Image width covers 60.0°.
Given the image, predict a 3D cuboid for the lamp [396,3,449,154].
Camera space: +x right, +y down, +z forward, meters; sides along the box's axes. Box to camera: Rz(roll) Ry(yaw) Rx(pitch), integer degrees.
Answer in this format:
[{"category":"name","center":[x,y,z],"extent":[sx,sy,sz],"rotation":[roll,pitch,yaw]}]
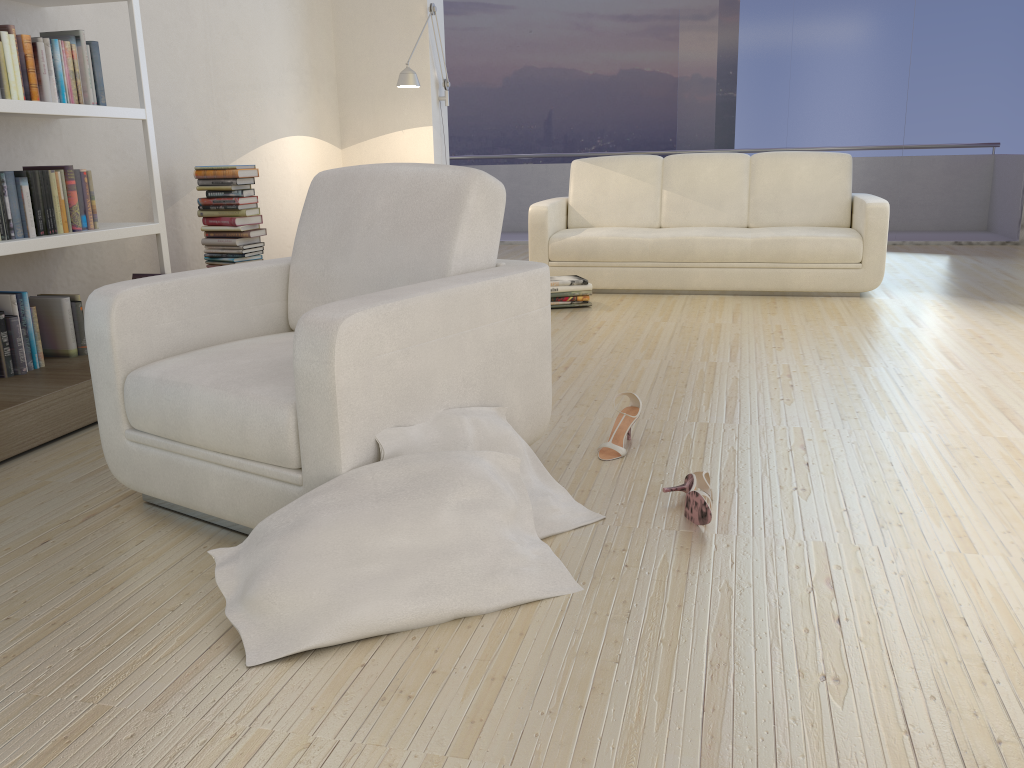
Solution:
[{"category":"lamp","center":[-0.609,-1.642,6.068],"extent":[0.204,1.841,0.891],"rotation":[1,15,10]}]

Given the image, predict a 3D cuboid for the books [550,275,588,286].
[{"category":"books","center":[0.278,-0.610,5.251],"extent":[0.287,0.025,0.247],"rotation":[-4,15,-12]}]

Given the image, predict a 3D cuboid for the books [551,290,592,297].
[{"category":"books","center":[0.285,-0.548,5.268],"extent":[0.328,0.027,0.247],"rotation":[-4,15,-10]}]

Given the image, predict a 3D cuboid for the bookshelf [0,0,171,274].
[{"category":"bookshelf","center":[-1.913,-0.728,3.053],"extent":[0.465,1.396,1.599],"rotation":[2,15,14]}]

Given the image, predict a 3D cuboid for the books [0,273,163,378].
[{"category":"books","center":[-1.745,-0.235,3.365],"extent":[0.274,0.281,1.125],"rotation":[4,15,21]}]

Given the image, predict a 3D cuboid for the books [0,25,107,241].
[{"category":"books","center":[-1.786,-0.906,3.167],"extent":[0.215,0.743,0.831],"rotation":[2,15,14]}]

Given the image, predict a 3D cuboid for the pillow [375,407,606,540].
[{"category":"pillow","center":[-0.089,0.228,2.034],"extent":[0.312,0.315,0.615],"rotation":[11,19,40]}]

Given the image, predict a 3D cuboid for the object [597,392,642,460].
[{"category":"object","center":[0.327,0.122,2.697],"extent":[0.089,0.149,0.265],"rotation":[6,16,27]}]

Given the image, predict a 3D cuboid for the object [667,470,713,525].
[{"category":"object","center":[0.442,0.279,2.225],"extent":[0.121,0.091,0.287],"rotation":[2,15,13]}]

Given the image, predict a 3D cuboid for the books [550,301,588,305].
[{"category":"books","center":[0.280,-0.501,5.279],"extent":[0.287,0.018,0.247],"rotation":[-4,15,-12]}]

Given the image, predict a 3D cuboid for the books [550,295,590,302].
[{"category":"books","center":[0.305,-0.522,5.275],"extent":[0.287,0.025,0.247],"rotation":[-2,14,-1]}]

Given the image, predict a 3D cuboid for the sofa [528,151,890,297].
[{"category":"sofa","center":[1.261,-1.080,5.856],"extent":[2.166,0.862,0.941],"rotation":[2,15,14]}]

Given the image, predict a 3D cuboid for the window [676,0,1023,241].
[{"category":"window","center":[2.992,-2.639,7.894],"extent":[2.988,2.706,0.012],"rotation":[2,15,14]}]

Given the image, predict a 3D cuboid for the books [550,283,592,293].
[{"category":"books","center":[0.284,-0.580,5.260],"extent":[0.319,0.038,0.247],"rotation":[-5,15,-14]}]

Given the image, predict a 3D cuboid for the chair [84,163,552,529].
[{"category":"chair","center":[-0.481,-0.171,2.416],"extent":[0.919,0.828,0.941],"rotation":[8,17,33]}]

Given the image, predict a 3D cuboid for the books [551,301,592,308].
[{"category":"books","center":[0.287,-0.484,5.285],"extent":[0.328,0.018,0.247],"rotation":[-4,15,-10]}]

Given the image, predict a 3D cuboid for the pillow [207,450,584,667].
[{"category":"pillow","center":[-0.234,0.326,1.799],"extent":[0.712,0.287,0.299],"rotation":[-7,16,-22]}]

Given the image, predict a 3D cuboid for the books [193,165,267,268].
[{"category":"books","center":[-1.418,-0.765,4.556],"extent":[0.329,0.694,0.270],"rotation":[2,15,14]}]
